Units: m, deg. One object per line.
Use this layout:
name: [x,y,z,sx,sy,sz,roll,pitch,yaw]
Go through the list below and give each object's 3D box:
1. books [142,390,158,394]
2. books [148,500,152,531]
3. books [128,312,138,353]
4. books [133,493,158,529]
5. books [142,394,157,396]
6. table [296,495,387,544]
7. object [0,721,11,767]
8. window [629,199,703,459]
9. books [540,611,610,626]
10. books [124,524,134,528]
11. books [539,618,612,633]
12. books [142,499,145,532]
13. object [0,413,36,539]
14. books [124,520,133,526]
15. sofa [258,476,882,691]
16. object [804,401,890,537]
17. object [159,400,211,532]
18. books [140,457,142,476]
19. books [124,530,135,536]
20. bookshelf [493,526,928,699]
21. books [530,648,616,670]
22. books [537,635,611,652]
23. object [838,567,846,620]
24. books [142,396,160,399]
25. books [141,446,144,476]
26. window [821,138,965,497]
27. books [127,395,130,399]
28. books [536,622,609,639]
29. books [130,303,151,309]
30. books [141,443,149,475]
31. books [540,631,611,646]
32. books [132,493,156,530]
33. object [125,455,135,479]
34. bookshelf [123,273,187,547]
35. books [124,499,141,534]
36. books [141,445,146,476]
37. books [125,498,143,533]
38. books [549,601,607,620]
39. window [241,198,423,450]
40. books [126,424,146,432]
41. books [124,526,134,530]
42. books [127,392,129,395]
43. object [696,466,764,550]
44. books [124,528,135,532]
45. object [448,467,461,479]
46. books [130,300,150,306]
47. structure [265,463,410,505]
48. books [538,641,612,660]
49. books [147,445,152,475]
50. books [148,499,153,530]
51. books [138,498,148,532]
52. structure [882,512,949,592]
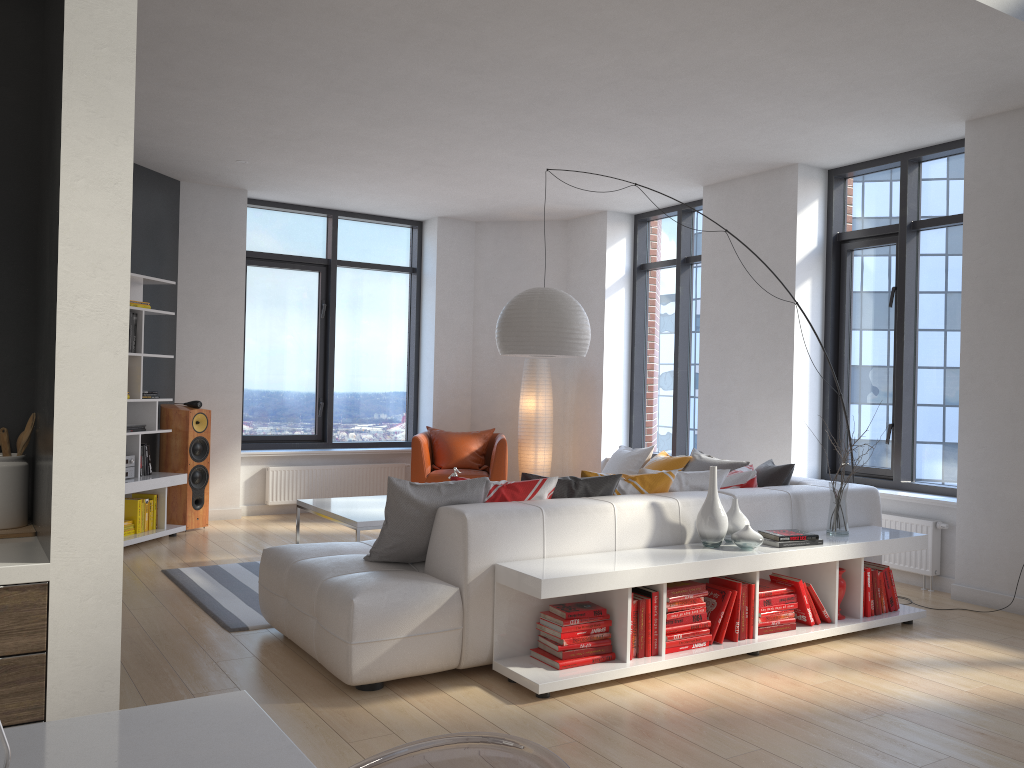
books: [-2.933,0.064,7.003,0.161,0.023,0.213,1,0,16]
books: [-2.897,1.020,6.919,0.172,0.234,0.024,1,0,13]
books: [-3.012,-0.392,6.777,0.259,0.321,0.128,1,0,13]
books: [-2.897,1.002,7.003,0.213,0.270,0.025,1,0,13]
books: [-2.919,0.084,6.997,0.142,0.015,0.198,1,0,11]
table: [-0.749,1.038,5.986,1.091,0.435,1.091,2,0,-32]
object: [-0.245,0.279,0.537,0.148,0.267,0.323,1,0,22]
window: [1.603,-0.471,8.287,0.170,2.402,1.310,2,0,-32]
books: [0.277,1.023,3.911,0.254,0.025,0.178,2,0,-33]
books: [-2.953,1.067,6.655,0.134,0.014,0.187,1,0,13]
books: [0.279,1.048,3.909,0.269,0.028,0.179,1,0,-31]
books: [-2.918,1.011,6.841,0.180,0.251,0.019,1,0,13]
object: [-1.420,0.231,2.292,0.330,0.316,0.221,2,0,-32]
books: [-2.966,1.046,6.655,0.138,0.026,0.186,1,0,13]
sofa: [0.106,0.920,5.503,3.424,0.732,2.614,2,0,-32]
object: [1.838,0.454,4.810,0.406,0.744,0.607,1,0,8]
object: [-2.796,0.677,7.483,0.434,1.088,0.290,1,0,28]
books: [-2.972,0.598,6.905,0.189,0.240,0.053,1,0,13]
books: [-2.955,1.119,6.654,0.147,0.033,0.190,1,0,13]
bookshelf: [1.115,1.057,4.386,2.600,0.500,0.356,2,0,-32]
books: [0.266,1.189,3.895,0.301,0.032,0.227,2,0,-32]
books: [0.273,1.127,3.898,0.266,0.026,0.187,1,0,-27]
object: [1.716,1.114,4.731,0.125,0.258,0.125,1,0,35]
books: [-2.917,0.103,6.997,0.161,0.023,0.213,1,0,16]
books: [-2.960,0.599,6.927,0.170,0.236,0.049,1,0,13]
window: [2.831,-0.447,6.341,0.170,2.402,1.310,2,0,-32]
books: [-3.039,0.096,6.650,0.194,0.028,0.257,1,0,18]
books: [0.267,1.076,3.921,0.261,0.028,0.191,2,0,-32]
books: [-2.960,-0.600,6.852,0.194,0.028,0.257,1,0,18]
books: [-2.952,0.591,6.977,0.193,0.255,0.066,1,0,12]
books: [0.279,1.101,3.910,0.257,0.025,0.182,2,0,-32]
books: [-2.894,1.002,6.975,0.204,0.270,0.029,1,0,13]
object: [-3.027,0.626,6.646,0.270,0.174,0.285,1,0,13]
bookshelf: [-3.166,0.181,5.762,0.455,2.052,3.000,1,0,13]
books: [-2.934,1.008,6.773,0.198,0.255,0.044,1,0,13]
books: [-2.948,0.596,6.947,0.169,0.242,0.050,1,0,12]
books: [-2.929,1.006,6.803,0.199,0.263,0.015,1,0,13]
books: [0.289,0.996,3.907,0.206,0.029,0.152,1,0,-26]
window: [-1.847,-0.552,8.977,1.960,2.402,0.170,2,0,-32]
books: [-3.009,0.339,6.819,0.250,0.047,0.310,1,0,8]
books: [-2.940,1.083,6.646,0.113,0.018,0.169,1,0,14]
books: [-3.047,0.070,6.649,0.203,0.024,0.257,1,0,16]
object: [1.066,0.607,4.419,0.316,0.398,0.319,1,0,-8]
books: [-2.958,1.096,6.655,0.148,0.011,0.196,1,0,13]
object: [-0.460,0.695,5.981,0.330,0.265,0.330,1,0,-8]
books: [-2.969,-0.626,6.851,0.203,0.024,0.257,1,0,16]
structure: [-1.682,1.022,8.710,1.474,0.460,0.110,2,0,-32]
books: [0.276,1.156,3.910,0.259,0.034,0.206,1,0,-29]
books: [-2.938,0.597,7.005,0.177,0.242,0.066,1,0,12]
books: [-2.895,1.020,6.945,0.172,0.234,0.024,1,0,13]
books: [-2.910,1.011,6.867,0.185,0.250,0.035,1,0,13]
structure: [2.531,1.116,6.133,0.110,0.460,1.015,2,0,-32]
